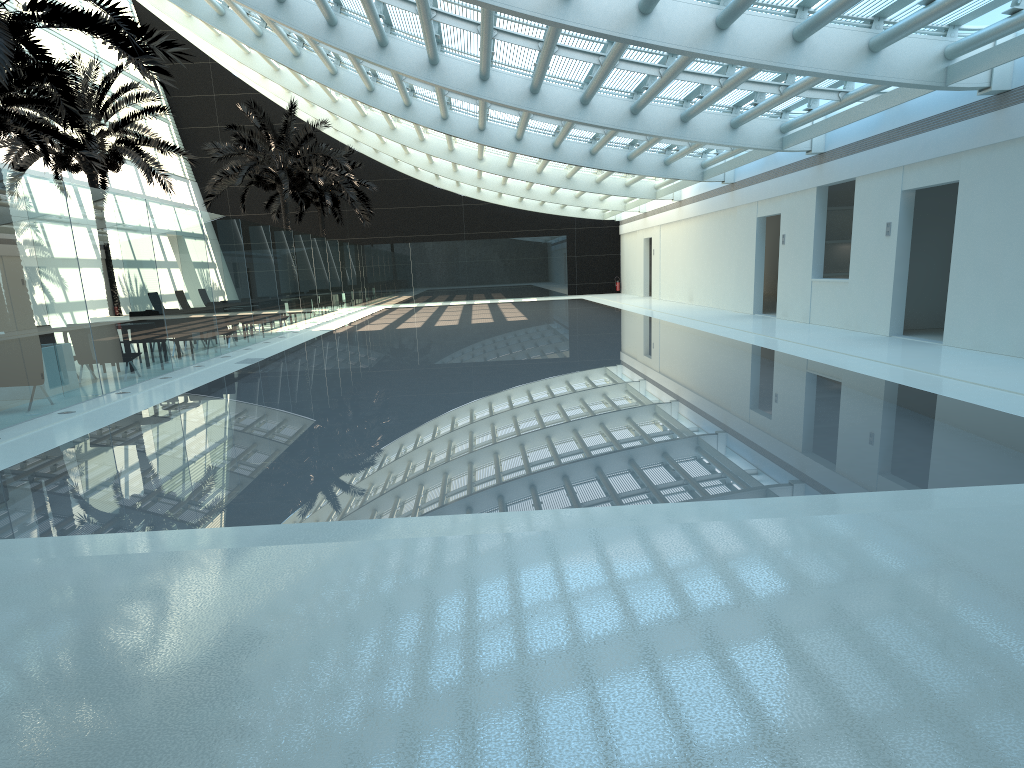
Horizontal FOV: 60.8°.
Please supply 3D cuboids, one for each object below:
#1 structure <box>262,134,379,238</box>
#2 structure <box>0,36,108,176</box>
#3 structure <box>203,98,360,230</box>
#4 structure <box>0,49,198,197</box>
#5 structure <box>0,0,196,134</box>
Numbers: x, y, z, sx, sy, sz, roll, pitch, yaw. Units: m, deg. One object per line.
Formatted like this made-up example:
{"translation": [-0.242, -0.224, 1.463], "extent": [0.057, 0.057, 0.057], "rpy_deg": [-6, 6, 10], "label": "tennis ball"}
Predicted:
{"translation": [-7.914, -6.773, 37.137], "extent": [4.414, 7.308, 4.653], "rpy_deg": [-9, 15, -23], "label": "structure"}
{"translation": [-10.210, -3.805, 16.389], "extent": [4.597, 7.116, 4.138], "rpy_deg": [-9, 16, -22], "label": "structure"}
{"translation": [-7.610, -5.747, 29.322], "extent": [4.813, 7.310, 4.264], "rpy_deg": [-5, 15, -8], "label": "structure"}
{"translation": [-10.659, -4.580, 22.133], "extent": [4.253, 7.179, 4.474], "rpy_deg": [6, 17, 31], "label": "structure"}
{"translation": [-6.828, -3.339, 10.952], "extent": [4.815, 7.310, 4.261], "rpy_deg": [2, 15, 16], "label": "structure"}
